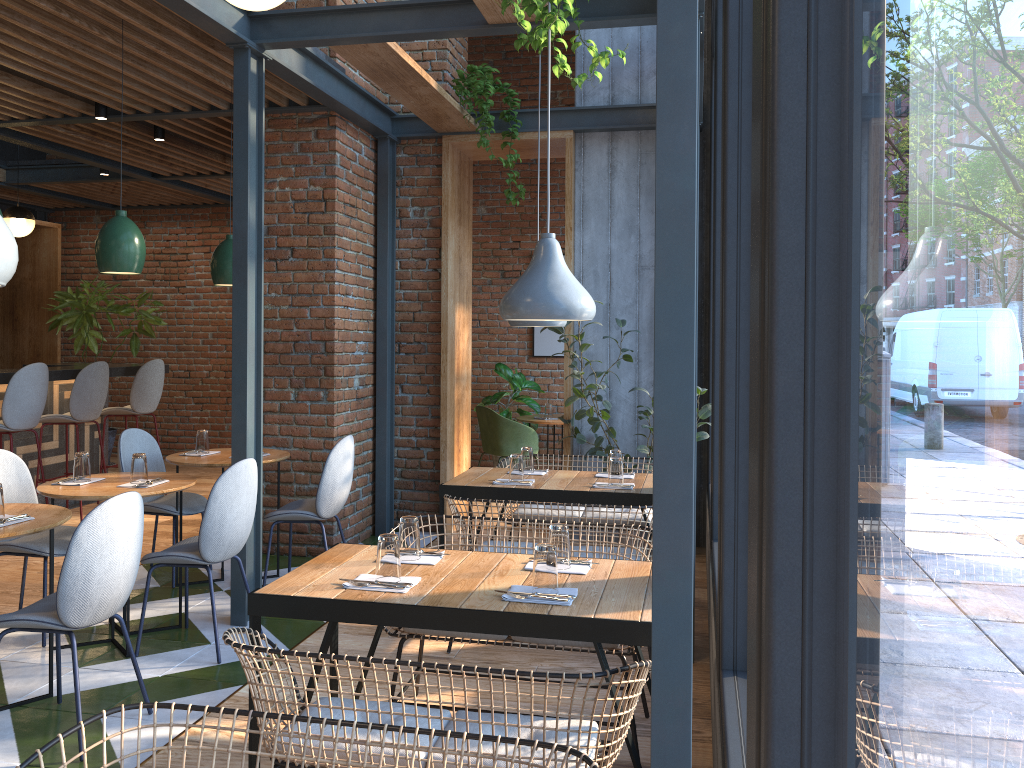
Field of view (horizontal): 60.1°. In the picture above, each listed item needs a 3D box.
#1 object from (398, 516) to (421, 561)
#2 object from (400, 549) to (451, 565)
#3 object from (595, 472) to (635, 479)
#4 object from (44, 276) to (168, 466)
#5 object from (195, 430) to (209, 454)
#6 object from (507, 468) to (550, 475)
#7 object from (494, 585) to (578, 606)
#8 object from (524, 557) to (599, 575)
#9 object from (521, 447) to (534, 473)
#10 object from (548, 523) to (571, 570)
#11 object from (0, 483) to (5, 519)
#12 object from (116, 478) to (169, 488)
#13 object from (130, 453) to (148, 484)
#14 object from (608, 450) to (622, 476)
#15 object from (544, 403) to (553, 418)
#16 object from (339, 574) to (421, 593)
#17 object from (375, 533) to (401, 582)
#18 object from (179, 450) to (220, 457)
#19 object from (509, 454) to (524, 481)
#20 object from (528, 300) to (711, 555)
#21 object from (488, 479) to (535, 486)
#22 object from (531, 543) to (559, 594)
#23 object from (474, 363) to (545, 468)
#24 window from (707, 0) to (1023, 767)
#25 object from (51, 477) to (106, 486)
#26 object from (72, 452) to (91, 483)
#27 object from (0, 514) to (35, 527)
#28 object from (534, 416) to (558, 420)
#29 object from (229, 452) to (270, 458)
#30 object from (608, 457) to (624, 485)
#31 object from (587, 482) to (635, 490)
[{"bbox_3d":[-0.347,0.518,2.985,0.080,0.138,0.080,1,1,34],"label":"object"},{"bbox_3d":[-0.331,0.583,3.006,0.242,0.019,0.157,1,3,11],"label":"object"},{"bbox_3d":[0.572,0.492,4.813,0.242,0.019,0.157,1,3,12],"label":"object"},{"bbox_3d":[-4.541,-0.144,9.741,1.516,2.096,1.083,1,1,17],"label":"object"},{"bbox_3d":[-1.839,0.343,5.261,0.080,0.138,0.080,0,1,-42],"label":"object"},{"bbox_3d":[0.100,0.483,4.912,0.243,0.019,0.157,1,3,15],"label":"object"},{"bbox_3d":[0.071,0.608,2.586,0.242,0.019,0.157,1,3,13],"label":"object"},{"bbox_3d":[0.165,0.592,2.907,0.243,0.019,0.157,1,3,14],"label":"object"},{"bbox_3d":[0.083,0.418,4.892,0.080,0.138,0.080,1,1,28],"label":"object"},{"bbox_3d":[0.153,0.527,2.886,0.080,0.138,0.080,0,1,-23],"label":"object"},{"bbox_3d":[-1.956,0.446,3.338,0.080,0.138,0.080,0,1,-10],"label":"object"},{"bbox_3d":[-1.752,0.467,4.196,0.157,0.019,0.243,1,3,9],"label":"object"},{"bbox_3d":[-1.772,0.400,4.211,0.080,0.138,0.080,1,1,22],"label":"object"},{"bbox_3d":[0.561,0.427,4.791,0.080,0.138,0.080,0,1,-15],"label":"object"},{"bbox_3d":[0.345,0.253,8.345,0.080,0.138,0.080,1,1,33],"label":"object"},{"bbox_3d":[-0.405,0.599,2.697,0.242,0.019,0.157,1,3,14],"label":"object"},{"bbox_3d":[-0.379,0.532,2.714,0.080,0.138,0.080,0,1,-13],"label":"object"},{"bbox_3d":[-1.856,0.407,5.288,0.157,0.019,0.243,1,3,15],"label":"object"},{"bbox_3d":[0.023,0.434,4.597,0.080,0.138,0.080,0,1,-28],"label":"object"},{"bbox_3d":[0.693,0.256,5.953,1.063,1.772,1.018,0,1,-19],"label":"object"},{"bbox_3d":[-0.002,0.500,4.578,0.242,0.019,0.157,1,3,9],"label":"object"},{"bbox_3d":[0.098,0.542,2.603,0.080,0.138,0.080,0,1,-14],"label":"object"},{"bbox_3d":[-0.034,0.374,9.095,0.633,1.196,0.715,0,1,-28],"label":"object"},{"bbox_3d":[0.543,-1.835,1.879,0.127,5.595,8.729,0,2,12],"label":"window"},{"bbox_3d":[-2.079,0.461,4.265,0.157,0.019,0.243,1,3,9],"label":"object"},{"bbox_3d":[-2.059,0.396,4.240,0.080,0.138,0.080,0,1,-38],"label":"object"},{"bbox_3d":[-1.938,0.513,3.320,0.157,0.019,0.243,1,3,17],"label":"object"},{"bbox_3d":[0.313,0.318,8.352,0.157,0.019,0.243,-1,4,-30],"label":"object"},{"bbox_3d":[-1.539,0.415,5.181,0.157,0.019,0.243,1,3,15],"label":"object"},{"bbox_3d":[0.529,0.442,4.504,0.080,0.138,0.080,0,1,-5],"label":"object"},{"bbox_3d":[0.503,0.509,4.486,0.242,0.019,0.157,1,3,12],"label":"object"}]
